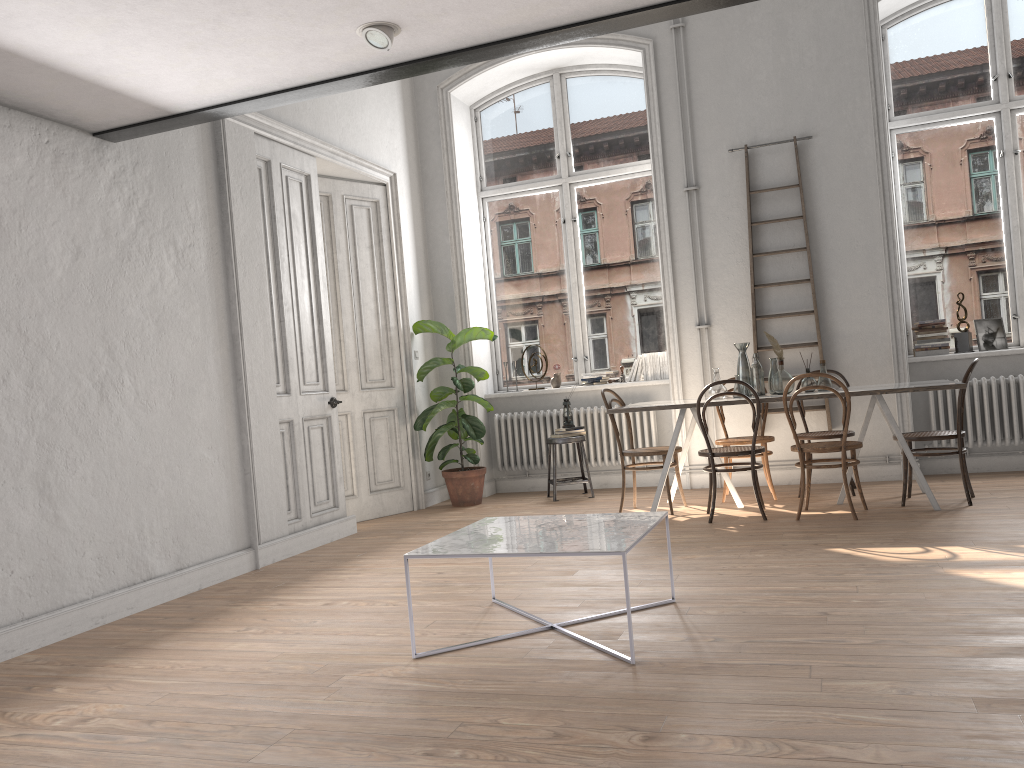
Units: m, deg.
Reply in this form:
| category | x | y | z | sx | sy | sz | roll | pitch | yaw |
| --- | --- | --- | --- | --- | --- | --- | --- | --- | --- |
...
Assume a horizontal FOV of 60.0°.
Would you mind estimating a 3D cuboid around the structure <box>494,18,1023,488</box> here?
| category | x | y | z | sx | sy | sz | roll | pitch | yaw |
| --- | --- | --- | --- | --- | --- | --- | --- | --- | --- |
| structure | 2.106 | -1.406 | 7.355 | 5.183 | 4.474 | 0.340 | -5 | 0 | 20 |

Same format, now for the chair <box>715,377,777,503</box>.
| category | x | y | z | sx | sy | sz | roll | pitch | yaw |
| --- | --- | --- | --- | --- | --- | --- | --- | --- | --- |
| chair | 1.775 | 0.403 | 6.759 | 0.438 | 0.920 | 0.549 | -5 | 0 | 18 |

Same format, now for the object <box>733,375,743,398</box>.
| category | x | y | z | sx | sy | sz | roll | pitch | yaw |
| --- | --- | --- | --- | --- | --- | --- | --- | --- | --- |
| object | 1.608 | 0.015 | 6.311 | 0.083 | 0.158 | 0.083 | -5 | 0 | 16 |

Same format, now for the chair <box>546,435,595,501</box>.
| category | x | y | z | sx | sy | sz | roll | pitch | yaw |
| --- | --- | --- | --- | --- | --- | --- | --- | --- | --- |
| chair | 0.484 | 0.714 | 7.636 | 0.364 | 0.523 | 0.360 | -5 | 0 | -7 |

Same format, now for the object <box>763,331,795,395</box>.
| category | x | y | z | sx | sy | sz | roll | pitch | yaw |
| --- | --- | --- | --- | --- | --- | --- | --- | --- | --- |
| object | 1.857 | -0.152 | 6.123 | 0.157 | 0.446 | 0.157 | -5 | 0 | 38 |

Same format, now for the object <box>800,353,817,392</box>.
| category | x | y | z | sx | sy | sz | roll | pitch | yaw |
| --- | --- | --- | --- | --- | --- | --- | --- | --- | --- |
| object | 2.049 | -0.087 | 6.139 | 0.107 | 0.283 | 0.106 | -5 | 0 | 15 |

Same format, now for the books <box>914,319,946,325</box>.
| category | x | y | z | sx | sy | sz | roll | pitch | yaw |
| --- | --- | --- | --- | --- | --- | --- | --- | --- | --- |
| books | 3.382 | -0.502 | 7.185 | 0.201 | 0.024 | 0.159 | -5 | 0 | 10 |

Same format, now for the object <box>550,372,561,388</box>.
| category | x | y | z | sx | sy | sz | roll | pitch | yaw |
| --- | --- | --- | --- | --- | --- | --- | --- | --- | --- |
| object | 0.408 | -0.032 | 8.241 | 0.100 | 0.142 | 0.102 | -5 | 0 | -6 |

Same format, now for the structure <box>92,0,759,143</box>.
| category | x | y | z | sx | sy | sz | roll | pitch | yaw |
| --- | --- | --- | --- | --- | --- | --- | --- | --- | --- |
| structure | -0.072 | -2.062 | 1.709 | 5.928 | 1.213 | 4.157 | -5 | 0 | 20 |

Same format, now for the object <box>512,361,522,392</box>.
| category | x | y | z | sx | sy | sz | roll | pitch | yaw |
| --- | --- | --- | --- | --- | --- | --- | --- | --- | --- |
| object | 0.038 | -0.073 | 8.355 | 0.095 | 0.289 | 0.095 | -5 | 0 | 42 |

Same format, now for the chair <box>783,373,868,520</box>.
| category | x | y | z | sx | sy | sz | roll | pitch | yaw |
| --- | --- | --- | --- | --- | --- | --- | --- | --- | --- |
| chair | 1.987 | 0.381 | 5.644 | 0.438 | 0.920 | 0.549 | -5 | 0 | 31 |

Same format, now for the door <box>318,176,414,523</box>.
| category | x | y | z | sx | sy | sz | roll | pitch | yaw |
| --- | --- | --- | --- | --- | --- | --- | --- | --- | --- |
| door | -1.317 | -0.284 | 7.259 | 0.216 | 2.814 | 1.096 | -5 | 0 | 45 |

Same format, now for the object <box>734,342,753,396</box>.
| category | x | y | z | sx | sy | sz | roll | pitch | yaw |
| --- | --- | --- | --- | --- | --- | --- | --- | --- | --- |
| object | 1.675 | -0.104 | 6.403 | 0.116 | 0.383 | 0.116 | -5 | 0 | 31 |

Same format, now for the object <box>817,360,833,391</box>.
| category | x | y | z | sx | sy | sz | roll | pitch | yaw |
| --- | --- | --- | --- | --- | --- | --- | --- | --- | --- |
| object | 2.171 | -0.061 | 6.177 | 0.101 | 0.212 | 0.101 | -5 | 0 | -31 |

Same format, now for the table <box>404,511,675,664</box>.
| category | x | y | z | sx | sy | sz | roll | pitch | yaw |
| --- | --- | --- | --- | --- | --- | --- | --- | --- | --- |
| table | 0.150 | 0.791 | 3.586 | 0.849 | 0.392 | 0.849 | -5 | 0 | 20 |

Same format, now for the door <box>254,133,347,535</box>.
| category | x | y | z | sx | sy | sz | roll | pitch | yaw |
| --- | --- | --- | --- | --- | --- | --- | --- | --- | --- |
| door | -1.554 | -0.269 | 6.109 | 0.216 | 2.814 | 1.096 | -5 | 0 | 21 |

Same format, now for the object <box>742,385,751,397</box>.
| category | x | y | z | sx | sy | sz | roll | pitch | yaw |
| --- | --- | --- | --- | --- | --- | --- | --- | --- | --- |
| object | 1.635 | 0.044 | 6.201 | 0.058 | 0.094 | 0.058 | -5 | 0 | -42 |

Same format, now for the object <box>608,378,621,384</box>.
| category | x | y | z | sx | sy | sz | roll | pitch | yaw |
| --- | --- | --- | --- | --- | --- | --- | --- | --- | --- |
| object | 0.939 | -0.031 | 8.072 | 0.153 | 0.048 | 0.088 | -5 | 0 | -30 |

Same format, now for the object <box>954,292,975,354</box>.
| category | x | y | z | sx | sy | sz | roll | pitch | yaw |
| --- | --- | --- | --- | --- | --- | --- | --- | --- | --- |
| object | 3.602 | -0.492 | 7.101 | 0.122 | 0.488 | 0.102 | -5 | 0 | 44 |

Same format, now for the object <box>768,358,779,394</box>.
| category | x | y | z | sx | sy | sz | roll | pitch | yaw |
| --- | --- | --- | --- | --- | --- | --- | --- | --- | --- |
| object | 1.865 | -0.056 | 6.294 | 0.098 | 0.255 | 0.100 | -5 | 0 | -3 |

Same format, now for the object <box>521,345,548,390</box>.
| category | x | y | z | sx | sy | sz | roll | pitch | yaw |
| --- | --- | --- | --- | --- | --- | --- | --- | --- | --- |
| object | 0.217 | -0.157 | 8.309 | 0.087 | 0.425 | 0.347 | -5 | 0 | -38 |

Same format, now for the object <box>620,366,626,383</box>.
| category | x | y | z | sx | sy | sz | roll | pitch | yaw |
| --- | --- | --- | --- | --- | --- | --- | --- | --- | --- |
| object | 0.996 | -0.088 | 7.990 | 0.048 | 0.153 | 0.088 | -5 | 0 | -10 |

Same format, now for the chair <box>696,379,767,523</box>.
| category | x | y | z | sx | sy | sz | roll | pitch | yaw |
| --- | --- | --- | --- | --- | --- | --- | --- | --- | --- |
| chair | 1.451 | 0.427 | 5.877 | 0.438 | 0.920 | 0.549 | -5 | 0 | 15 |

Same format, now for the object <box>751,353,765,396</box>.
| category | x | y | z | sx | sy | sz | roll | pitch | yaw |
| --- | --- | --- | --- | --- | --- | --- | --- | --- | --- |
| object | 1.733 | -0.069 | 6.264 | 0.086 | 0.301 | 0.086 | -5 | 0 | 6 |

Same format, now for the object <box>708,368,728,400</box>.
| category | x | y | z | sx | sy | sz | roll | pitch | yaw |
| --- | --- | --- | --- | --- | --- | --- | --- | --- | --- |
| object | 1.442 | -0.002 | 6.235 | 0.132 | 0.219 | 0.132 | -5 | 0 | 9 |

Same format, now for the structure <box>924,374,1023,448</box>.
| category | x | y | z | sx | sy | sz | roll | pitch | yaw |
| --- | --- | --- | --- | --- | --- | --- | --- | --- | --- |
| structure | 4.008 | 0.191 | 6.807 | 1.577 | 0.552 | 0.194 | -5 | 0 | 20 |

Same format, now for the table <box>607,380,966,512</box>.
| category | x | y | z | sx | sy | sz | roll | pitch | yaw |
| --- | --- | --- | --- | --- | --- | --- | --- | --- | --- |
| table | 1.895 | 0.460 | 6.178 | 2.201 | 0.780 | 1.100 | -5 | 0 | 20 |

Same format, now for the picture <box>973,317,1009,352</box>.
| category | x | y | z | sx | sy | sz | roll | pitch | yaw |
| --- | --- | --- | --- | --- | --- | --- | --- | --- | --- |
| picture | 3.803 | -0.390 | 7.076 | 0.221 | 0.264 | 0.149 | -5 | 0 | 3 |

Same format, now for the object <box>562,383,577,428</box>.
| category | x | y | z | sx | sy | sz | roll | pitch | yaw |
| --- | --- | --- | --- | --- | --- | --- | --- | --- | --- |
| object | 0.500 | 0.185 | 7.682 | 0.163 | 0.383 | 0.154 | -5 | 0 | -7 |

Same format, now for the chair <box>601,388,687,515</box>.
| category | x | y | z | sx | sy | sz | roll | pitch | yaw |
| --- | --- | --- | --- | --- | --- | --- | --- | --- | --- |
| chair | 0.967 | 0.471 | 6.487 | 0.549 | 0.920 | 0.437 | -5 | 0 | 28 |

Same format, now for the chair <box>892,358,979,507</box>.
| category | x | y | z | sx | sy | sz | roll | pitch | yaw |
| --- | --- | --- | --- | --- | --- | --- | --- | --- | --- |
| chair | 2.786 | 0.313 | 5.805 | 0.549 | 0.920 | 0.437 | -5 | 0 | 32 |

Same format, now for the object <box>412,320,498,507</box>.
| category | x | y | z | sx | sy | sz | roll | pitch | yaw |
| --- | --- | --- | --- | --- | --- | --- | --- | --- | --- |
| object | 1.822 | -0.065 | 6.641 | 5.829 | 1.842 | 0.792 | -5 | 0 | 25 |

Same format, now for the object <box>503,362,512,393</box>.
| category | x | y | z | sx | sy | sz | roll | pitch | yaw |
| --- | --- | --- | --- | --- | --- | --- | --- | --- | --- |
| object | -0.052 | -0.065 | 8.449 | 0.095 | 0.289 | 0.095 | -5 | 0 | -39 |

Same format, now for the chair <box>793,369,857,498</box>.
| category | x | y | z | sx | sy | sz | roll | pitch | yaw |
| --- | --- | --- | --- | --- | --- | --- | --- | --- | --- |
| chair | 2.338 | 0.355 | 6.638 | 0.438 | 0.920 | 0.549 | -5 | 0 | 27 |
